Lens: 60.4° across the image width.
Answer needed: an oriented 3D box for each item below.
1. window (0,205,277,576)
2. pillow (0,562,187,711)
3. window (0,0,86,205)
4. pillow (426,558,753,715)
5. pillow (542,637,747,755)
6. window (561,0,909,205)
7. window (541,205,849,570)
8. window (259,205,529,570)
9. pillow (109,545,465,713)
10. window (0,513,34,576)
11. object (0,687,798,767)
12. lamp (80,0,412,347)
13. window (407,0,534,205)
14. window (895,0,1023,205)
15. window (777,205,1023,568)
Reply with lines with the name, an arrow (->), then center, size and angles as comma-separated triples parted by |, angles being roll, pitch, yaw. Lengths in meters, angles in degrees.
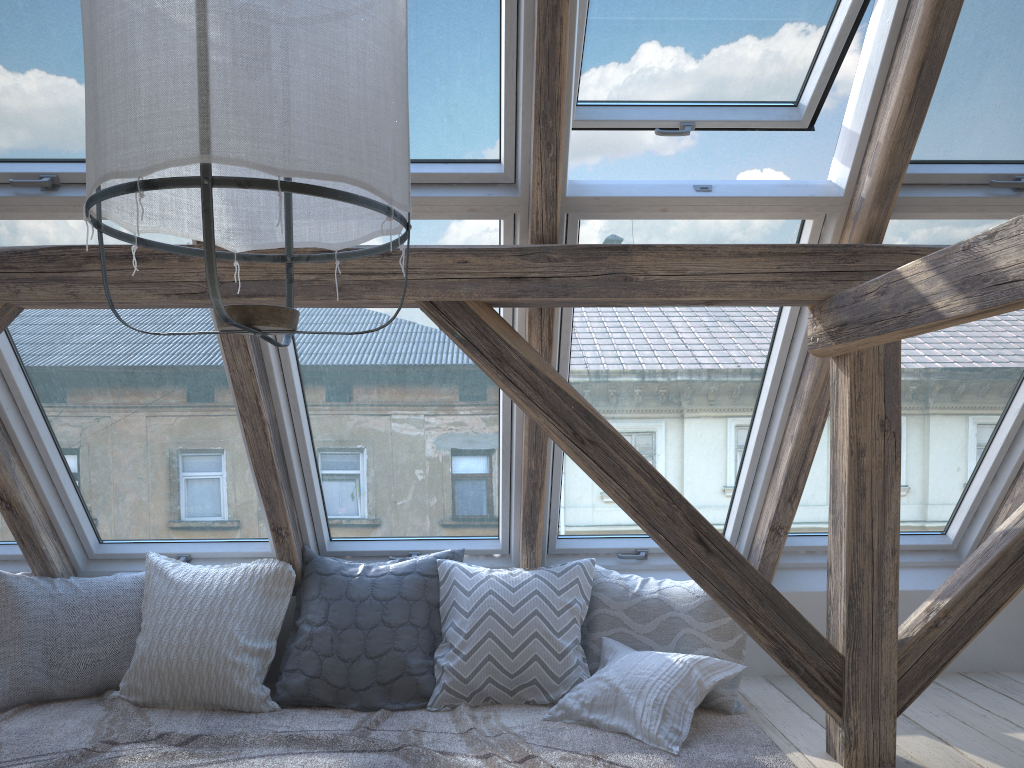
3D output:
window -> -1.303, 0.091, 3.037 | 0.855, 1.281, 1.094 | 0, 0, -2
pillow -> -1.809, 0.935, 3.256 | 1.133, 0.527, 0.434 | 0, 0, -9
window -> -1.284, -1.171, 1.974 | 0.855, 1.281, 1.094 | 0, 0, -2
pillow -> 0.285, 0.912, 3.245 | 1.154, 0.536, 0.500 | -1, 0, 3
pillow -> 0.431, 1.029, 2.937 | 0.537, 0.243, 0.475 | -3, -3, 40
window -> 0.554, -1.178, 2.075 | 0.855, 1.280, 1.405 | 0, -1, -2
window -> 0.536, 0.081, 3.088 | 0.855, 1.281, 1.094 | 0, 0, -2
window -> -0.384, 0.086, 3.062 | 0.855, 1.281, 1.094 | 0, 0, -2
pillow -> -0.816, 0.893, 3.256 | 1.272, 0.566, 0.467 | 0, 0, -1
window -> -2.223, 0.097, 3.011 | 0.855, 1.281, 1.094 | 0, 0, -2
object -> -0.771, 1.065, 2.304 | 3.186, 0.056, 2.189 | 0, -4, -1
lamp -> -0.340, -1.012, 1.105 | 0.406, 1.903, 0.398 | 2, 4, 39
window -> -0.364, -1.176, 2.000 | 0.855, 1.281, 1.094 | 0, 0, -2
window -> 1.475, -1.187, 2.052 | 0.855, 1.281, 1.094 | 0, 0, -2
window -> 1.456, 0.076, 3.114 | 0.855, 1.281, 1.094 | 0, 0, -2
